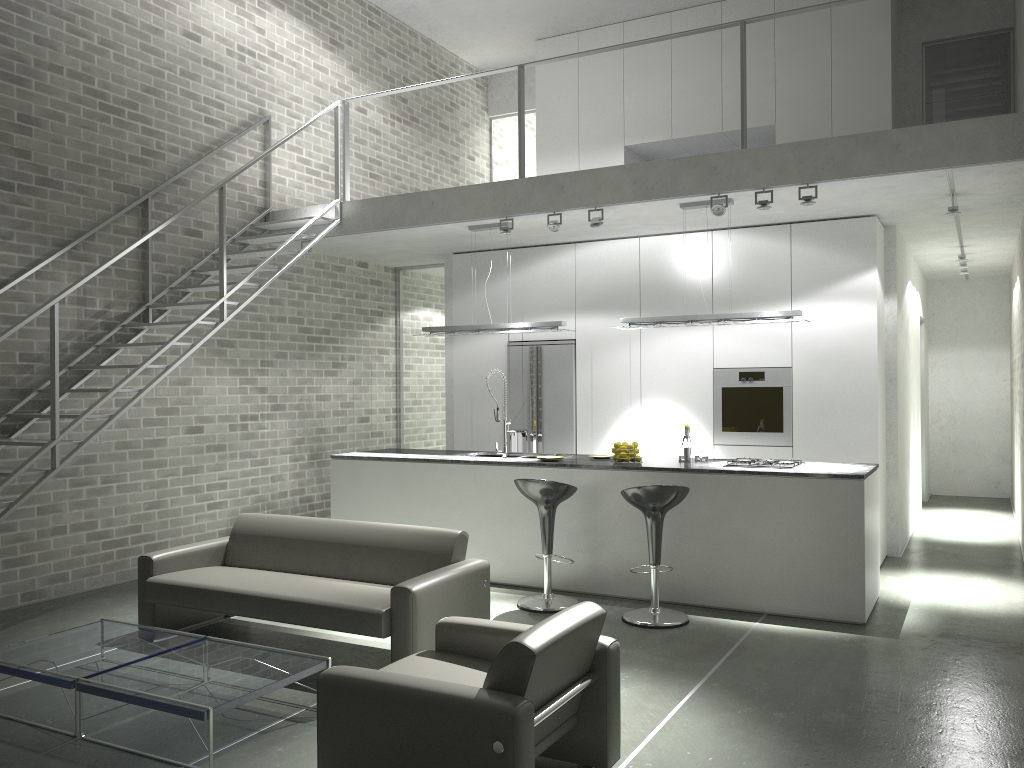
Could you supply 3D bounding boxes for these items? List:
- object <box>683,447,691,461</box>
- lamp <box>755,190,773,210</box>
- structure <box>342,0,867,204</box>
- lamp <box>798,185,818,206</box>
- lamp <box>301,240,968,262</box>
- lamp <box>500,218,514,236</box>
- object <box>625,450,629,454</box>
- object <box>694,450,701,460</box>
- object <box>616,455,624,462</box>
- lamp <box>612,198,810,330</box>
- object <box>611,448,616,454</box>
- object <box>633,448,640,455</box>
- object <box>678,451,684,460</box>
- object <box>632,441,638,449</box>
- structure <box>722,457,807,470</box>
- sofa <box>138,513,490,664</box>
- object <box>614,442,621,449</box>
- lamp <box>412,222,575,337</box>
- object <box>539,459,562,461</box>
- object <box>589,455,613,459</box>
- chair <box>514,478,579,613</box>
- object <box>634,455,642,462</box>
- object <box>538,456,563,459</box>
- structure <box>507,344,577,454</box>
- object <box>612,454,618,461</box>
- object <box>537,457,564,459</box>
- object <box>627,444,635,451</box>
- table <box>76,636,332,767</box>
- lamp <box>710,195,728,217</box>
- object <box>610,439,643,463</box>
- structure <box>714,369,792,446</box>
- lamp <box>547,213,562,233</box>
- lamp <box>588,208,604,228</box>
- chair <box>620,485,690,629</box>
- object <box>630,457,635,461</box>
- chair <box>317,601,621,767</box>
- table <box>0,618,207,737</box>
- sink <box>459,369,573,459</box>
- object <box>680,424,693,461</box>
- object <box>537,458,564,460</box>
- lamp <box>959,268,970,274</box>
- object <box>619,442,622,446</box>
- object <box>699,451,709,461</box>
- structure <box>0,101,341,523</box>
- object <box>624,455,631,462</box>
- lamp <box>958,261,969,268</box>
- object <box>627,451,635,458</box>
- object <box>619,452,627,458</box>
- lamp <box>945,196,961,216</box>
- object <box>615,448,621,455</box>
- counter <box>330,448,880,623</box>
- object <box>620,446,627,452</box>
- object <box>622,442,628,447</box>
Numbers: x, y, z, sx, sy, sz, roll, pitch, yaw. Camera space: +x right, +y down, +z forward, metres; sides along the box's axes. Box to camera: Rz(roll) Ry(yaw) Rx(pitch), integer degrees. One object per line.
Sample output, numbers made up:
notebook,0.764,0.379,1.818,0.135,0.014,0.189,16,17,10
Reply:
object,1.364,0.546,6.894,0.060,0.106,0.060,-1,0,22
lamp,1.837,-1.339,6.461,0.109,0.135,0.109,0,0,-14
structure,0.893,-2.181,6.970,5.560,0.972,0.070,-1,0,28
lamp,2.108,-1.341,6.317,0.109,0.135,0.109,0,0,-14
lamp,1.379,-1.330,8.900,6.854,0.136,0.110,0,0,-7
lamp,-0.046,-1.321,7.461,0.109,0.136,0.109,0,0,-20
object,0.895,0.535,6.836,0.051,0.053,0.062,-1,0,26
object,1.477,0.563,7.020,0.064,0.070,0.063,0,0,-24
object,0.840,0.573,6.842,0.064,0.063,0.074,-1,0,38
lamp,1.525,-0.940,6.931,1.490,0.964,0.290,-1,0,28
object,0.805,0.520,6.915,0.053,0.051,0.063,0,0,-13
object,0.956,0.523,6.851,0.061,0.054,0.053,0,0,-26
object,1.348,0.564,7.006,0.064,0.070,0.063,0,0,-24
object,0.953,0.474,6.871,0.050,0.060,0.059,0,0,18
structure,1.849,0.576,6.478,0.500,0.038,0.500,-1,0,28
sofa,-1.255,1.239,5.422,2.114,0.717,0.902,-1,0,28
object,0.817,0.477,6.875,0.053,0.051,0.063,0,0,-25
lamp,-0.184,-0.925,7.841,1.490,0.964,0.290,-1,0,28
object,0.305,0.600,7.016,0.217,0.017,0.216,0,0,-29
object,0.734,0.597,7.247,0.217,0.017,0.216,0,0,-36
chair,0.252,1.122,6.344,0.457,0.931,0.464,-1,0,42
object,0.968,0.573,6.827,0.062,0.052,0.053,0,0,-33
object,0.305,0.585,7.016,0.217,0.017,0.216,0,0,-29
structure,0.309,0.561,8.963,0.743,1.900,0.160,-1,0,28
object,0.811,0.567,6.896,0.060,0.057,0.052,-1,0,20
object,0.305,0.590,7.016,0.217,0.017,0.216,0,0,-29
object,0.914,0.488,6.816,0.051,0.053,0.063,-1,0,31
table,-1.414,1.461,4.144,0.820,0.270,0.800,-1,0,28
lamp,1.538,-1.327,6.601,0.131,0.154,0.098,-1,0,28
object,0.887,0.516,6.873,0.189,0.174,0.207,0,0,-17
structure,2.151,0.208,7.951,0.692,0.680,0.036,-1,0,28
lamp,0.344,-1.318,7.244,0.115,0.151,0.115,0,0,-19
lamp,0.675,-1.321,7.092,0.115,0.151,0.115,0,0,-19
chair,0.959,1.115,5.928,0.457,0.931,0.464,0,0,9
object,0.929,0.576,6.872,0.061,0.055,0.050,0,0,-26
chair,-0.162,1.226,3.469,0.910,0.717,0.963,-1,0,28
table,-2.154,1.468,4.538,0.820,0.270,0.800,-1,0,28
sink,0.017,0.383,7.586,0.987,1.023,0.546,-1,0,28
object,1.375,0.455,6.902,0.088,0.288,0.101,0,0,-32
object,0.305,0.595,7.016,0.217,0.017,0.216,0,0,-29
lamp,5.311,-1.358,10.414,0.109,0.135,0.109,0,0,-20
object,0.831,0.481,6.926,0.052,0.060,0.057,0,0,6
object,1.499,0.563,6.930,0.064,0.070,0.063,-1,0,36
structure,-3.000,-0.508,6.546,0.902,4.246,4.345,-1,0,28
object,0.884,0.574,6.805,0.051,0.053,0.063,-1,0,26
lamp,5.021,-1.359,9.870,0.109,0.132,0.109,0,0,-20
object,0.913,0.538,6.810,0.061,0.055,0.051,0,0,-3
object,0.847,0.546,6.787,0.061,0.054,0.052,0,0,-5
lamp,3.351,-1.352,6.736,0.109,0.132,0.109,0,0,-20
object,0.830,0.522,6.859,0.062,0.053,0.052,0,0,-10
counter,0.555,1.086,7.173,4.400,0.960,0.900,-1,0,28
object,0.856,0.500,6.812,0.061,0.052,0.053,-1,0,31
object,0.877,0.473,6.876,0.051,0.053,0.063,-1,0,20
